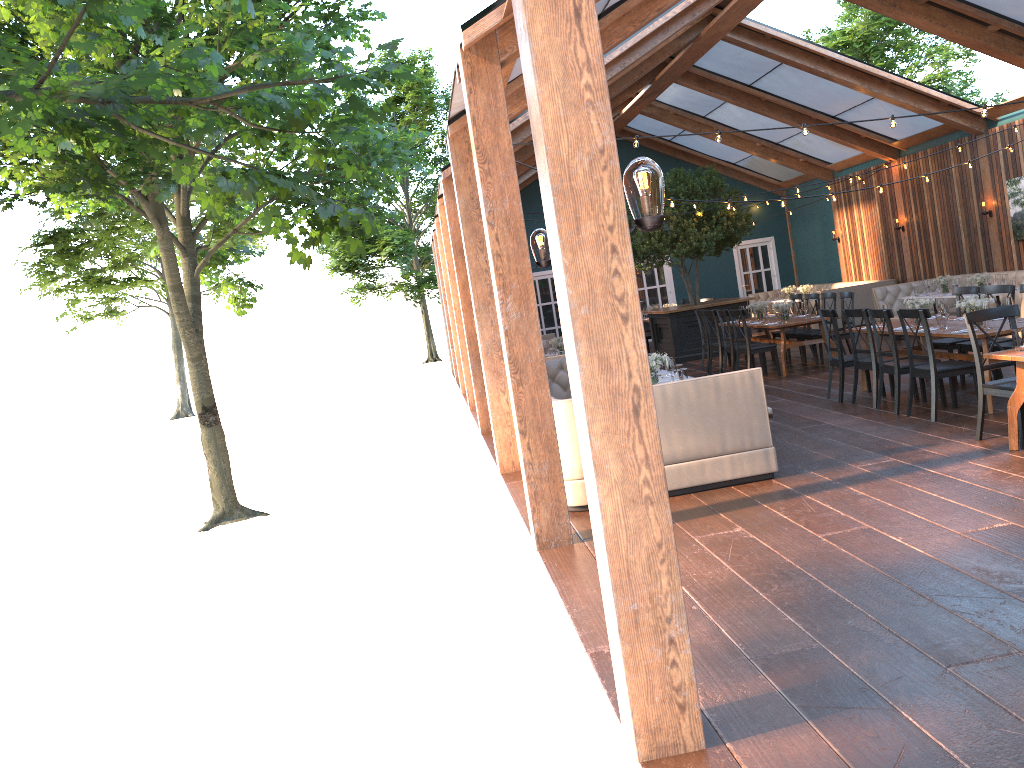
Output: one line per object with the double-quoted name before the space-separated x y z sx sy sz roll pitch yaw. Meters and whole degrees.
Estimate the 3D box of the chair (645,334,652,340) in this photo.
"chair" 2.883 -1.100 18.760 0.540 1.018 0.478 -9 2 -5

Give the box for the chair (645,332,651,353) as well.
"chair" 2.779 -1.139 19.313 0.540 1.018 0.478 -9 2 -10

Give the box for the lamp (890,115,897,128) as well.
"lamp" 3.415 -2.354 7.939 0.056 0.121 0.056 -8 2 9

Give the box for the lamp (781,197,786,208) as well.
"lamp" 3.124 -2.096 10.210 0.056 0.121 0.056 -9 2 -6

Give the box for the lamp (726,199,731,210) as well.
"lamp" 2.423 -2.006 9.904 0.056 0.120 0.057 -6 3 45

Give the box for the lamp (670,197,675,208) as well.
"lamp" 1.732 -1.967 9.586 0.056 0.120 0.056 -9 2 -8

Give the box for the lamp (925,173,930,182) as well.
"lamp" 5.196 -2.584 11.075 0.056 0.121 0.056 -10 3 -18

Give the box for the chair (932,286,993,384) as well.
"chair" 5.006 -0.562 9.959 0.540 1.018 0.478 -9 2 -5

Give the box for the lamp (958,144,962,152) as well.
"lamp" 6.428 -3.389 12.708 0.064 0.118 0.056 -9 3 -12

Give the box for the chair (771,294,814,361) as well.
"chair" 4.547 -0.935 14.472 0.540 1.018 0.478 -9 2 -5

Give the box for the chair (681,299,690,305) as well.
"chair" 3.928 -1.437 20.552 0.540 1.018 0.478 -9 2 -10

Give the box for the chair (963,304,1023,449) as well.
"chair" 3.869 -0.076 6.786 0.478 1.018 0.540 -9 3 -10

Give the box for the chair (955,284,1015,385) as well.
"chair" 5.063 -0.516 9.401 0.540 1.018 0.478 -9 2 -10

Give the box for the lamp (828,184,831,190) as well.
"lamp" 6.139 -3.814 17.125 0.056 0.120 0.056 -10 3 -23

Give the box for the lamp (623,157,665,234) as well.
"lamp" 0.468 -0.657 3.187 0.178 0.319 0.146 -9 2 -5

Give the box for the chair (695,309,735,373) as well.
"chair" 3.302 -0.732 14.348 0.539 1.018 0.478 -9 2 0

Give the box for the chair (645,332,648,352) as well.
"chair" 2.708 -1.182 19.868 0.539 1.018 0.478 -9 2 0

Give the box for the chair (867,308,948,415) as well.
"chair" 3.874 -0.267 8.720 0.539 1.018 0.479 -9 2 0

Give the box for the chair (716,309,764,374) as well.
"chair" 3.404 -0.638 13.232 0.540 1.018 0.478 -9 2 -2

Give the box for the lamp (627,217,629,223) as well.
"lamp" 1.996 -2.841 15.409 0.056 0.120 0.056 -10 3 -18

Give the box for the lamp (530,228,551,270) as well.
"lamp" 0.189 -0.883 5.933 0.178 0.319 0.146 -9 2 -5

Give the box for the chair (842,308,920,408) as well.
"chair" 3.845 -0.316 9.266 0.540 1.018 0.478 -9 2 -9

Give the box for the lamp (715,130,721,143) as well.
"lamp" 1.925 -2.304 8.238 0.074 0.114 0.057 -6 3 40

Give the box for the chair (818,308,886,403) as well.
"chair" 3.759 -0.358 9.828 0.539 1.018 0.479 -9 2 2

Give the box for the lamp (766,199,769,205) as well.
"lamp" 4.779 -3.407 16.556 0.060 0.119 0.057 -8 3 18

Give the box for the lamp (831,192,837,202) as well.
"lamp" 3.822 -2.226 10.502 0.056 0.120 0.056 -9 2 0

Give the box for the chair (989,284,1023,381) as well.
"chair" 5.120 -0.470 8.844 0.539 1.018 0.478 -9 2 0

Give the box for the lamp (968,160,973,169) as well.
"lamp" 5.875 -2.818 11.348 0.056 0.120 0.056 -8 3 22

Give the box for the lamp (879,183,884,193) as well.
"lamp" 4.504 -2.387 10.806 0.056 0.120 0.056 -8 3 14

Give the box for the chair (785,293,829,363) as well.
"chair" 4.604 -0.889 13.914 0.540 1.018 0.478 -9 2 -10

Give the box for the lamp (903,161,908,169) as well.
"lamp" 5.721 -3.182 12.866 0.056 0.121 0.056 -8 3 16

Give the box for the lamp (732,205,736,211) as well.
"lamp" 4.084 -3.241 16.276 0.060 0.119 0.056 -10 3 -20

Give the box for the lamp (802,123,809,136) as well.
"lamp" 2.671 -2.321 8.069 0.056 0.120 0.056 -10 3 -29

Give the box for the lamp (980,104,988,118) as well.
"lamp" 4.156 -2.406 7.797 0.057 0.119 0.056 -9 2 -11

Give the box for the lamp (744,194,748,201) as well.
"lamp" 3.516 -2.808 13.330 0.056 0.120 0.056 -10 3 -30

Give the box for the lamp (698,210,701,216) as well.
"lamp" 3.387 -3.095 16.001 0.056 0.121 0.056 -8 3 20

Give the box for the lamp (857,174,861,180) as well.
"lamp" 6.816 -4.063 17.378 0.064 0.118 0.057 -9 2 3

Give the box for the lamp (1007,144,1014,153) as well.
"lamp" 6.543 -3.092 11.613 0.071 0.116 0.057 -8 3 17

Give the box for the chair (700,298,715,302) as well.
"chair" 4.080 -1.294 18.862 0.542 1.018 0.477 -10 3 -22

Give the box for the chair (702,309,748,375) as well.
"chair" 3.323 -0.680 13.787 0.540 1.018 0.478 -9 2 -10

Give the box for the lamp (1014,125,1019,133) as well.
"lamp" 7.131 -3.613 12.516 0.056 0.120 0.057 -7 3 37

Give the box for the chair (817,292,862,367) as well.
"chair" 4.717 -0.797 12.800 0.539 1.018 0.478 -9 2 0

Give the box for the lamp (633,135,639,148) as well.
"lamp" 1.172 -2.293 8.372 0.056 0.114 0.075 -9 3 -7

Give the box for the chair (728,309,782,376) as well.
"chair" 3.461 -0.592 12.675 0.540 1.018 0.478 -9 2 -10

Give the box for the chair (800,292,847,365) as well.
"chair" 4.660 -0.843 13.357 0.540 1.018 0.478 -9 2 -5

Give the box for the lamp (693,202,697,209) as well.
"lamp" 2.780 -2.731 13.481 0.056 0.121 0.057 -7 3 35

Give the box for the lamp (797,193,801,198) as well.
"lamp" 5.461 -3.595 16.833 0.056 0.117 0.068 -9 3 -8

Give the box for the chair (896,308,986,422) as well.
"chair" 3.937 -0.222 8.163 0.540 1.018 0.478 -9 2 -5

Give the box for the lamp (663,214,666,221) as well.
"lamp" 2.695 -2.960 15.699 0.056 0.121 0.056 -10 3 -25

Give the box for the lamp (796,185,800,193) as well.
"lamp" 4.258 -2.903 13.183 0.056 0.121 0.056 -8 2 10

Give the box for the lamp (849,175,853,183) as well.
"lamp" 4.991 -3.021 13.047 0.068 0.117 0.056 -11 3 -42
